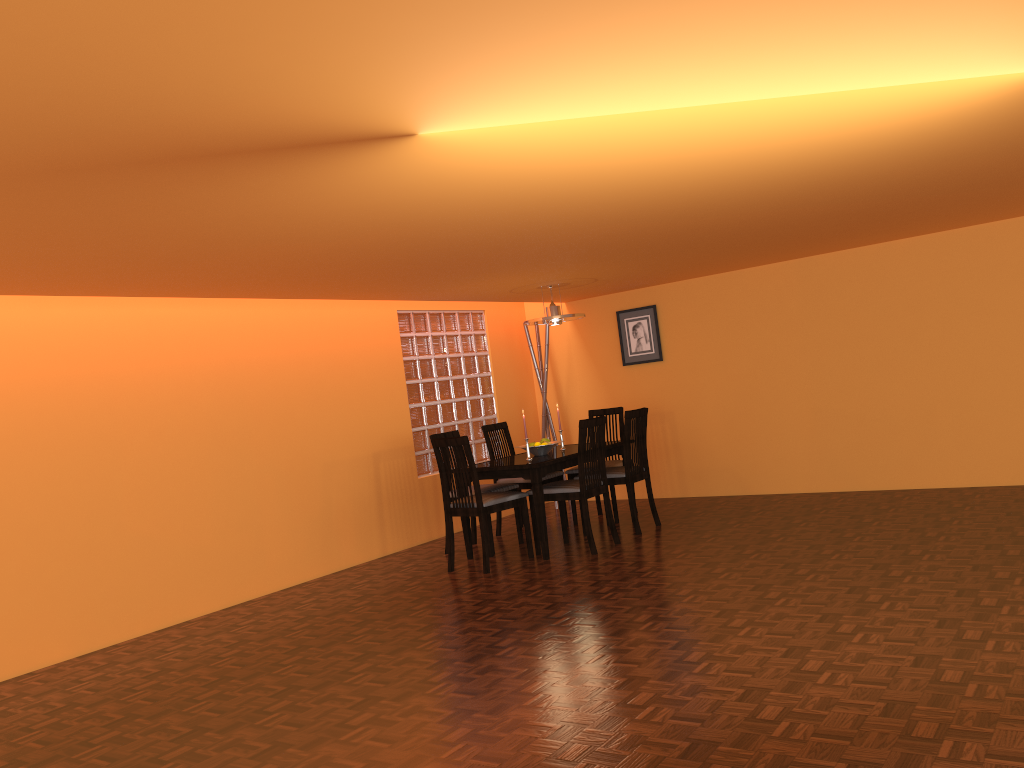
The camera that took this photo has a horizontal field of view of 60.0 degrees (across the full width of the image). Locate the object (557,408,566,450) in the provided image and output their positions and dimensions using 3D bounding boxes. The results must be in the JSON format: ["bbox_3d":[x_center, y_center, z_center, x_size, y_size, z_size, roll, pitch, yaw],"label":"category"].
[{"bbox_3d":[0.331,0.291,6.127,0.044,0.326,0.044,-7,0,24],"label":"object"}]

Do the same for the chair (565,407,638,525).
[{"bbox_3d":[0.657,0.597,6.535,0.373,0.809,0.465,-7,0,30],"label":"chair"}]

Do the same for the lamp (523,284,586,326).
[{"bbox_3d":[0.284,-0.548,6.189,0.435,0.274,0.435,-7,0,-33],"label":"lamp"}]

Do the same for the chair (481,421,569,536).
[{"bbox_3d":[0.085,0.669,6.400,0.465,0.809,0.373,-8,0,35],"label":"chair"}]

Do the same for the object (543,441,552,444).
[{"bbox_3d":[0.243,0.406,5.879,0.055,0.070,0.066,-7,0,17],"label":"object"}]

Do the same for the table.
[{"bbox_3d":[0.264,0.757,5.920,0.697,0.584,1.259,-8,0,35],"label":"table"}]

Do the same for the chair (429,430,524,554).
[{"bbox_3d":[-0.246,0.708,5.929,0.465,0.809,0.373,-8,0,35],"label":"chair"}]

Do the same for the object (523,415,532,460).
[{"bbox_3d":[0.089,0.319,5.636,0.044,0.326,0.044,-7,0,24],"label":"object"}]

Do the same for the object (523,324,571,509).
[{"bbox_3d":[0.304,0.258,7.483,0.226,1.589,0.308,-7,0,-33],"label":"object"}]

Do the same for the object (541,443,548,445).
[{"bbox_3d":[0.214,0.408,5.824,0.055,0.046,0.046,-7,0,-2],"label":"object"}]

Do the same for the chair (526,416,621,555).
[{"bbox_3d":[0.374,0.626,5.486,0.465,0.809,0.373,-8,0,35],"label":"chair"}]

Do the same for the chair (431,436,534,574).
[{"bbox_3d":[-0.188,0.697,5.345,0.373,0.809,0.465,-8,0,40],"label":"chair"}]

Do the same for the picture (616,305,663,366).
[{"bbox_3d":[1.036,-0.392,7.221,0.361,0.456,0.014,-8,0,35],"label":"picture"}]

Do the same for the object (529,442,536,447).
[{"bbox_3d":[0.147,0.426,5.891,0.089,0.076,0.087,-8,0,41],"label":"object"}]

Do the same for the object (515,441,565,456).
[{"bbox_3d":[0.189,0.436,5.895,0.337,0.072,0.337,-7,0,1],"label":"object"}]

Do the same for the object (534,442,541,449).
[{"bbox_3d":[0.169,0.402,5.801,0.046,0.046,0.055,-7,0,18],"label":"object"}]

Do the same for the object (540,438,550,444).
[{"bbox_3d":[0.224,0.396,5.956,0.069,0.066,0.069,-7,-1,-45],"label":"object"}]

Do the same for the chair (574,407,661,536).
[{"bbox_3d":[0.704,0.587,5.957,0.465,0.809,0.373,-8,0,35],"label":"chair"}]
